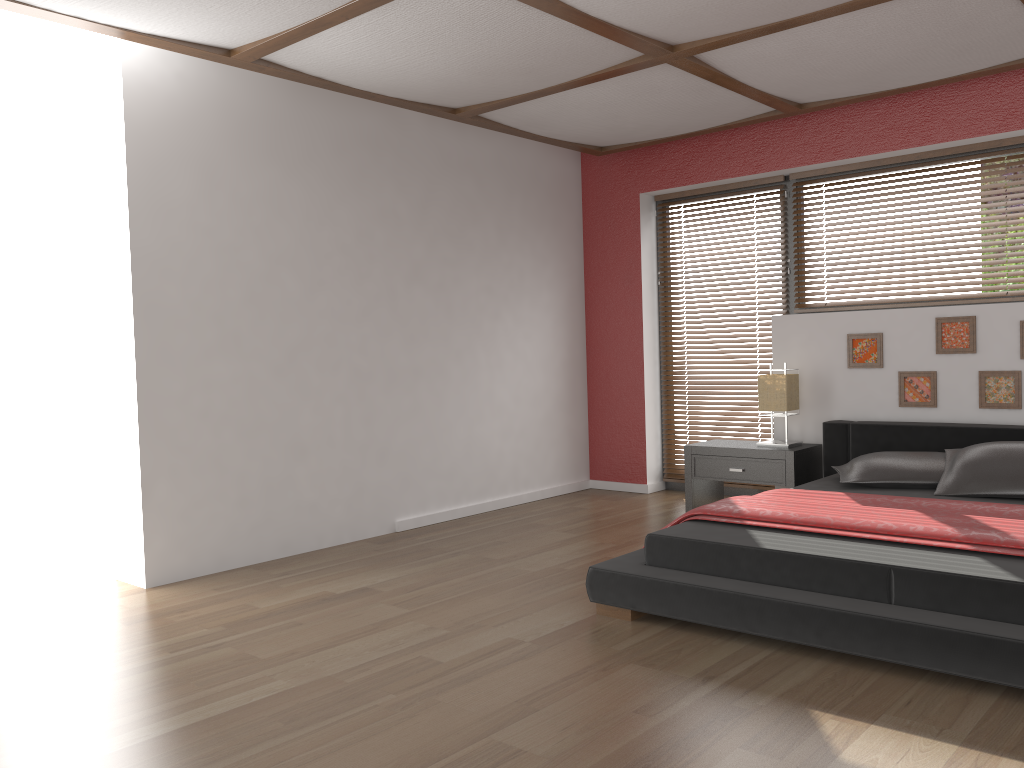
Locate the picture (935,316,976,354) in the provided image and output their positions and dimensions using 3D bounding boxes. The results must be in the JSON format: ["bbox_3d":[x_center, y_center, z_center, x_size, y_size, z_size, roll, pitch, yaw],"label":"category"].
[{"bbox_3d":[2.391,-0.263,4.780,0.200,0.200,0.010,0,3,41],"label":"picture"}]

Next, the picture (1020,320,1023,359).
[{"bbox_3d":[2.699,-0.227,4.511,0.200,0.200,0.010,0,3,41],"label":"picture"}]

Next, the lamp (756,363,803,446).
[{"bbox_3d":[1.579,0.114,5.247,0.200,0.480,0.200,0,3,41],"label":"lamp"}]

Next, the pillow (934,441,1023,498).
[{"bbox_3d":[2.317,0.381,3.997,0.744,0.241,0.386,0,3,37],"label":"pillow"}]

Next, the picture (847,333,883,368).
[{"bbox_3d":[2.031,-0.191,5.102,0.200,0.200,0.010,0,3,41],"label":"picture"}]

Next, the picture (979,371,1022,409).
[{"bbox_3d":[2.559,0.031,4.651,0.200,0.200,0.010,0,3,41],"label":"picture"}]

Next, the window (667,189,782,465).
[{"bbox_3d":[1.460,-0.343,6.068,0.889,1.893,0.020,0,3,41],"label":"window"}]

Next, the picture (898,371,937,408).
[{"bbox_3d":[2.251,0.029,4.922,0.200,0.200,0.010,0,3,41],"label":"picture"}]

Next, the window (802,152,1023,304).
[{"bbox_3d":[2.908,-0.884,4.757,2.817,0.786,0.020,0,3,41],"label":"window"}]

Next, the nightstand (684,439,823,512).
[{"bbox_3d":[1.447,0.577,5.339,0.700,0.423,0.413,0,3,41],"label":"nightstand"}]

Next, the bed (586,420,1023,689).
[{"bbox_3d":[1.793,0.549,3.697,2.469,0.577,2.413,0,3,41],"label":"bed"}]

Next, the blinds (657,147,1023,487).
[{"bbox_3d":[2.878,-0.303,4.729,4.840,1.952,0.032,0,3,41],"label":"blinds"}]

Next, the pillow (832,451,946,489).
[{"bbox_3d":[1.991,0.428,4.402,0.745,0.172,0.418,-1,2,17],"label":"pillow"}]
